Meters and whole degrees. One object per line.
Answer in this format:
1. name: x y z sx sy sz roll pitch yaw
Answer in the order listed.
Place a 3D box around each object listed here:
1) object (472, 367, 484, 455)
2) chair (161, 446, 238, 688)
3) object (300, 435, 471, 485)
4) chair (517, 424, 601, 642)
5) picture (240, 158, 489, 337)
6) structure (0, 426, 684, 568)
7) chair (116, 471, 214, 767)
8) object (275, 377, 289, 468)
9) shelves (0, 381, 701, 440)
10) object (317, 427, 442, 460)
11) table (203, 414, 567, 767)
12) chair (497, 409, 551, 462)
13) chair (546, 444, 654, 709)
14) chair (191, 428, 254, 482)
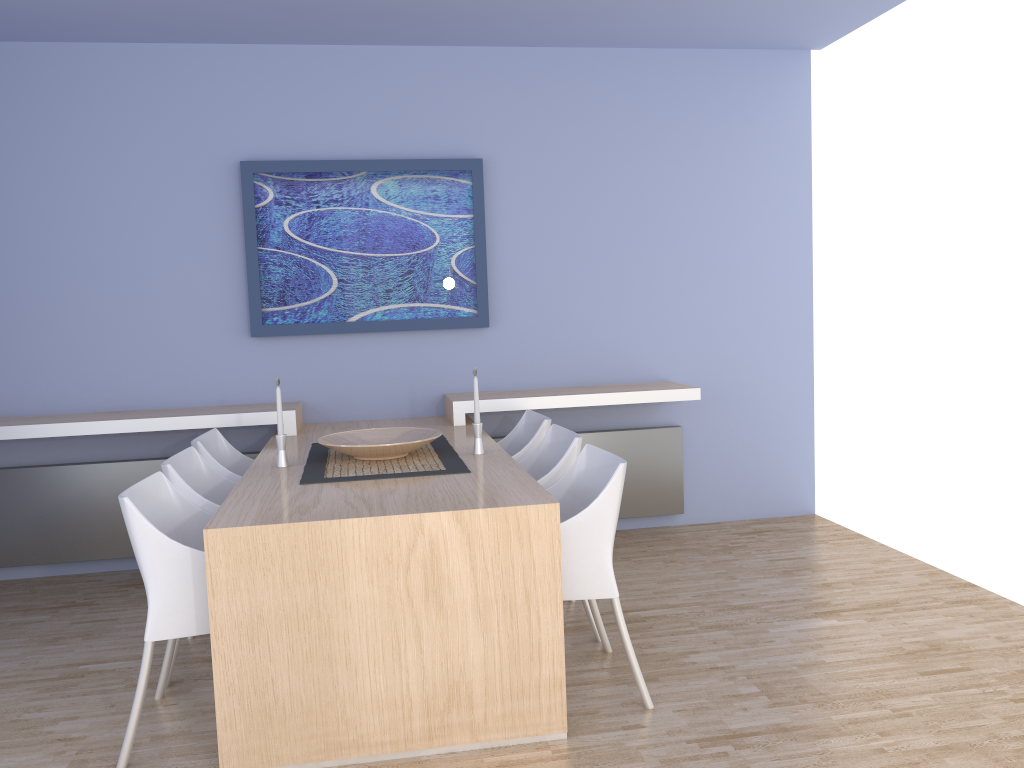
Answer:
1. object: -0.140 0.105 3.522 0.045 0.349 0.045 -3 5 -9
2. chair: -1.065 0.651 3.391 0.486 0.793 0.510 -3 5 -9
3. object: -0.522 0.290 3.562 0.594 0.005 0.986 -3 5 -10
4. chair: 0.062 0.590 3.598 0.486 0.793 0.510 -3 5 -9
5. picture: -0.760 -0.725 4.692 1.252 0.901 0.049 -3 5 -9
6. structure: -0.922 0.590 4.767 3.843 0.503 0.064 -3 5 -9
7. chair: -0.969 0.695 2.826 0.486 0.793 0.510 -3 5 -9
8. object: -0.888 0.144 3.399 0.045 0.349 0.045 1 6 32
9. shelves: -0.961 0.522 4.572 3.901 0.840 0.463 -3 5 -9
10. object: -0.528 0.248 3.560 0.493 0.081 0.493 -1 5 9
11. table: -0.535 0.641 3.696 1.002 0.718 2.340 -3 5 -9
12. chair: -0.035 0.544 4.176 0.486 0.793 0.510 -3 5 -9
13. chair: 0.161 0.635 3.013 0.486 0.793 0.510 -3 5 -9
14. chair: -1.160 0.606 3.956 0.486 0.793 0.510 -3 5 -9
